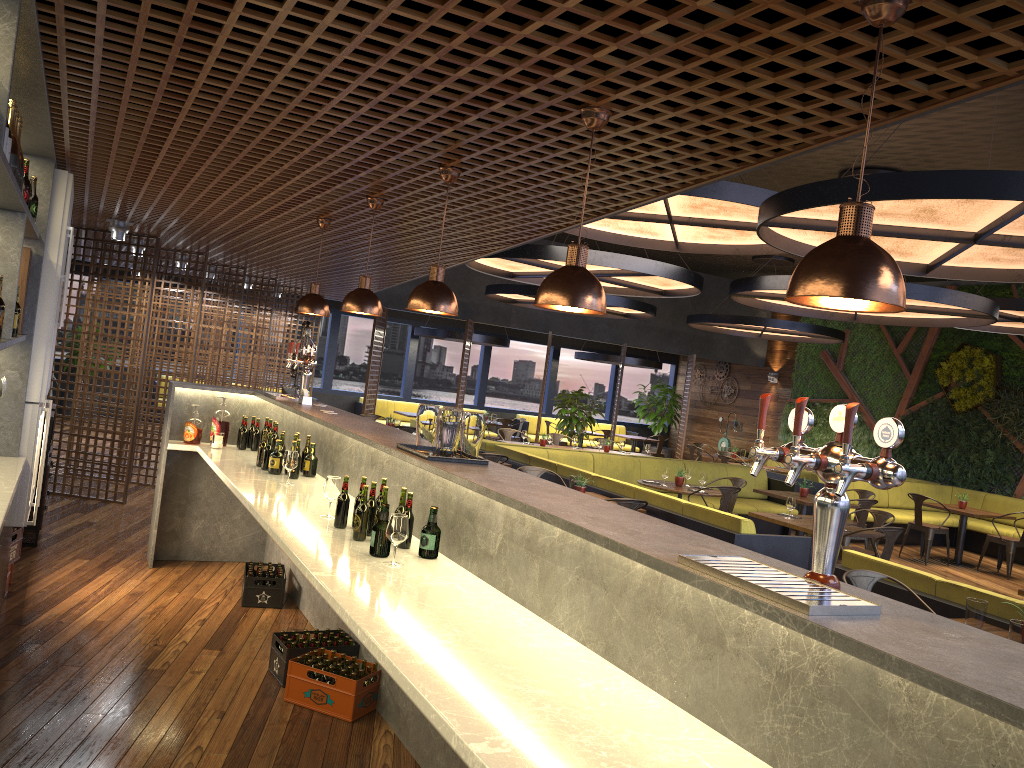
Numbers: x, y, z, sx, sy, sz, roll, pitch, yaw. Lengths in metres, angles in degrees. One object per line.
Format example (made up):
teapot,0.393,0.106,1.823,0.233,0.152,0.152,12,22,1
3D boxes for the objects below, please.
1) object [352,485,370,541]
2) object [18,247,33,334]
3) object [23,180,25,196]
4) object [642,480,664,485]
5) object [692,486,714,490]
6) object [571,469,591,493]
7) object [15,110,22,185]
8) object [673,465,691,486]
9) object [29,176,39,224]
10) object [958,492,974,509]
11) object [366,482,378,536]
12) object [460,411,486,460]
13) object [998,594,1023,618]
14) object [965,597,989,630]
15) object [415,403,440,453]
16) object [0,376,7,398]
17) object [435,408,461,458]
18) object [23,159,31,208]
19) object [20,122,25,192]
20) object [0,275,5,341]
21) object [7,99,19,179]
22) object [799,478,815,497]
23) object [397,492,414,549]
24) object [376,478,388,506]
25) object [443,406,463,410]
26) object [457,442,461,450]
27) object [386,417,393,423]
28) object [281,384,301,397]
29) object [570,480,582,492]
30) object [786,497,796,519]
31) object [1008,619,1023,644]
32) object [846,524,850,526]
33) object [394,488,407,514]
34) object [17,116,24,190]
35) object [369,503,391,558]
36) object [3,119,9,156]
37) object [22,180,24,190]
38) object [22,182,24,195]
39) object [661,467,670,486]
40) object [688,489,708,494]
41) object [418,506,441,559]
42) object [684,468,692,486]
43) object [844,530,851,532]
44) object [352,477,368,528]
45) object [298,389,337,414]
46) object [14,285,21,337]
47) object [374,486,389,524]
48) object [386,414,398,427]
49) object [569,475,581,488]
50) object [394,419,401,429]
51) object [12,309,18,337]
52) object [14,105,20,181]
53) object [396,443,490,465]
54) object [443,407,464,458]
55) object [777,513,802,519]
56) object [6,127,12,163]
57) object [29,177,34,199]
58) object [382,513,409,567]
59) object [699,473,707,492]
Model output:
object,-0.688,0.592,4.076,0.063,0.254,0.063,7,1,-24
object,-2.781,-0.523,4.914,0.161,0.475,0.300,7,1,-27
object,-2.205,-0.896,3.957,0.056,0.227,0.056,7,1,-40
object,1.643,1.142,10.307,0.255,0.019,0.157,8,1,6
object,2.228,1.217,10.426,0.255,0.019,0.157,7,1,-24
object,0.613,0.898,8.016,0.238,0.271,0.260,7,1,-5
object,-1.974,-0.914,3.491,0.084,0.330,0.084,7,1,-20
object,1.952,1.052,10.316,0.238,0.271,0.260,7,1,-5
object,-2.510,-0.956,4.634,0.063,0.254,0.063,7,1,1
object,6.260,1.597,12.326,0.260,0.271,0.238,8,1,12
object,-0.672,0.592,4.218,0.063,0.254,0.063,7,1,-34
object,-0.171,0.224,3.749,0.105,0.209,0.105,8,1,9
object,2.684,1.203,4.555,0.238,0.271,0.260,7,1,-21
object,2.412,1.213,4.616,0.102,0.178,0.102,7,1,-41
object,-0.376,0.195,3.915,0.105,0.209,0.105,8,1,9
object,-2.727,0.200,4.529,0.204,0.492,0.310,7,1,-26
object,-0.272,0.211,3.711,0.105,0.209,0.105,8,1,9
object,-2.283,-0.922,4.144,0.063,0.254,0.063,7,1,-29
object,-2.060,-0.927,3.670,0.084,0.330,0.084,7,1,-20
object,-1.971,-0.290,3.384,0.063,0.254,0.063,7,1,-34
object,-1.891,-0.902,3.324,0.084,0.330,0.084,7,1,-20
object,3.645,1.267,11.005,0.260,0.271,0.238,8,1,9
object,-0.478,0.620,4.041,0.063,0.254,0.063,7,1,-19
object,-0.649,0.594,4.401,0.063,0.254,0.063,7,1,-24
object,-0.277,0.208,3.972,0.105,0.209,0.105,8,1,9
object,-0.618,0.762,10.227,0.102,0.178,0.102,7,1,-41
object,-1.805,0.580,13.029,0.102,0.178,0.102,7,1,-11
object,-1.704,0.052,6.897,0.177,0.091,0.091,8,1,39
object,0.558,0.940,7.798,0.102,0.178,0.102,8,1,9
object,2.697,1.202,8.588,0.097,0.206,0.097,7,1,-35
object,2.400,1.216,4.192,0.102,0.178,0.102,8,1,9
object,3.165,1.357,8.673,0.255,0.019,0.157,7,1,-26
object,-0.521,0.613,4.155,0.063,0.254,0.063,7,1,1
object,-2.015,-0.921,3.584,0.084,0.330,0.084,7,1,-20
object,-0.556,0.627,3.806,0.088,0.224,0.088,8,1,3
object,-1.714,-0.865,2.940,0.085,0.310,0.086,7,1,1
object,-2.151,-0.888,3.848,0.056,0.227,0.056,8,1,25
object,-2.178,-0.892,3.902,0.056,0.227,0.056,8,1,40
object,1.754,1.063,10.163,0.097,0.206,0.097,8,1,15
object,2.078,1.202,9.975,0.157,0.019,0.255,7,1,-20
object,-0.356,0.652,3.903,0.088,0.224,0.088,8,1,28
object,2.084,1.103,10.499,0.097,0.206,0.097,8,1,12
object,3.008,1.340,8.246,0.157,0.019,0.255,7,1,-26
object,-0.742,0.582,4.358,0.063,0.254,0.063,8,1,36
object,-1.238,0.115,5.904,0.200,0.106,0.766,7,1,-26
object,-2.455,-0.362,4.368,0.063,0.254,0.063,7,1,-24
object,-0.602,0.603,4.114,0.063,0.254,0.063,7,1,1
object,-1.751,0.542,12.858,0.260,0.271,0.238,7,1,-25
object,0.573,0.938,8.185,0.102,0.178,0.102,7,1,-41
object,-1.656,0.602,12.745,0.102,0.178,0.102,7,1,-21
object,-2.410,-0.340,4.236,0.088,0.224,0.088,8,1,33
object,-1.933,-0.908,3.407,0.084,0.330,0.084,7,1,-20
object,-0.306,0.301,3.827,0.273,0.019,0.437,7,1,-26
object,-0.267,0.210,3.835,0.105,0.209,0.105,8,1,9
object,2.753,1.302,8.750,0.157,0.019,0.255,7,1,-26
object,-1.802,-0.878,3.112,0.085,0.310,0.086,8,1,7
object,-2.405,-0.916,4.358,0.097,0.206,0.097,8,1,32
object,-0.480,0.647,3.685,0.097,0.206,0.097,8,1,5
object,2.176,1.119,10.126,0.097,0.206,0.097,7,1,-2
